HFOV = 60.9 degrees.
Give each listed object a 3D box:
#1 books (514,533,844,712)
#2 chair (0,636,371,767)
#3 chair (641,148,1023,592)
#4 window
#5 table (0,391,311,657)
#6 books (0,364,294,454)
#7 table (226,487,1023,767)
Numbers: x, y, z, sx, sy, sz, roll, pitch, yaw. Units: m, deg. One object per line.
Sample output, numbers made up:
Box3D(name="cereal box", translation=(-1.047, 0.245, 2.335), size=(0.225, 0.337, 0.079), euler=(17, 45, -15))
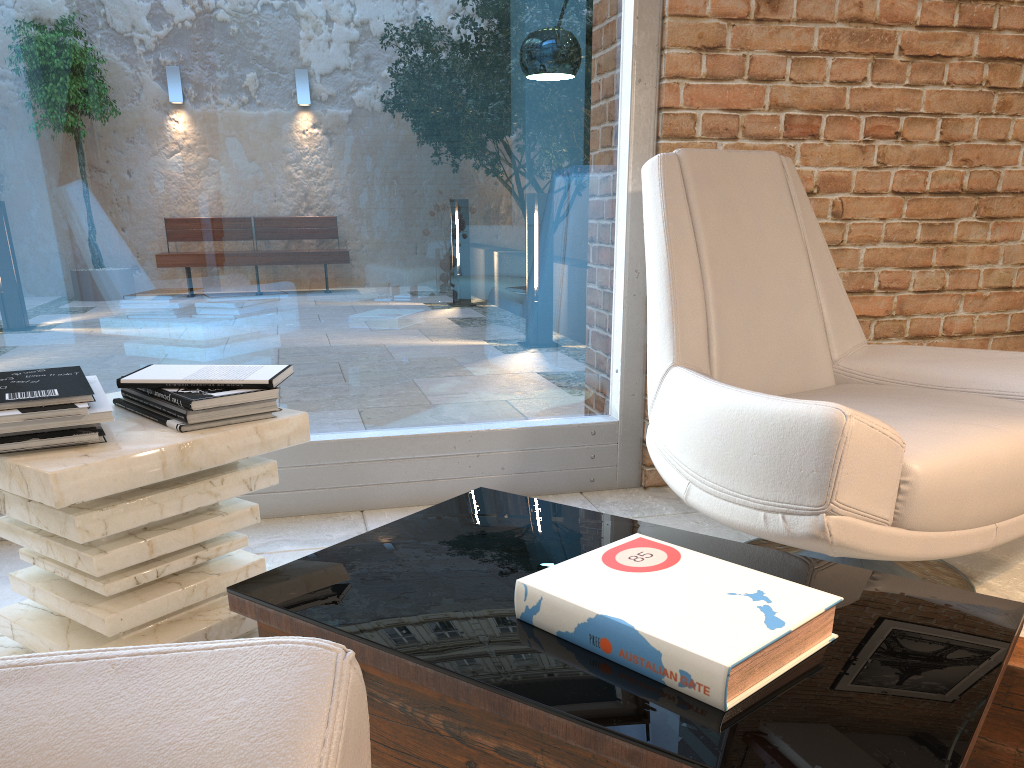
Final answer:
Box3D(name="books", translation=(0.207, 0.288, 1.119), size=(0.249, 0.059, 0.318), euler=(-12, 16, -43))
Box3D(name="chair", translation=(-0.608, 0.328, 0.294), size=(0.972, 1.069, 0.974), euler=(0, 16, 3))
Box3D(name="chair", translation=(0.748, -0.038, 2.067), size=(1.014, 1.050, 0.945), euler=(-9, 18, -28))
Box3D(name="window", translation=(-3.238, -2.678, 1.146), size=(12.299, 6.764, 0.612), euler=(-4, 20, -13))
Box3D(name="table", translation=(-0.726, 0.315, 1.683), size=(0.486, 0.530, 0.478), euler=(11, 20, 35))
Box3D(name="books", translation=(-0.672, 0.023, 1.592), size=(0.561, 0.084, 0.375), euler=(-7, 13, -28))
Box3D(name="table", translation=(0.542, 0.481, 0.981), size=(1.936, 0.452, 2.136), euler=(8, 15, 37))
